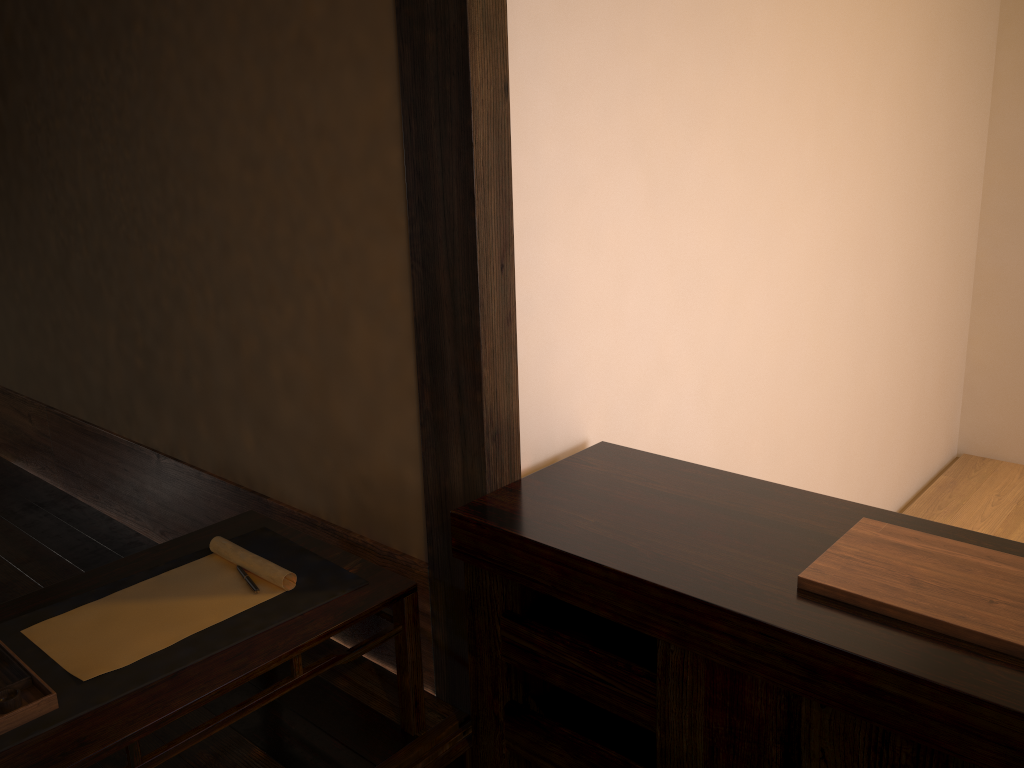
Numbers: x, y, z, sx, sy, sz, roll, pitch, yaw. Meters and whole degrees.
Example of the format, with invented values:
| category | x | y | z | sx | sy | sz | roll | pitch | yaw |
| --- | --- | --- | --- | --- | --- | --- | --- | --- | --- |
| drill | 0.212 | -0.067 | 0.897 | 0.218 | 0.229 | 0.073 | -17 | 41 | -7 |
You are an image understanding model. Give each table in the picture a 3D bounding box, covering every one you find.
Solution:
| category | x | y | z | sx | sy | sz | roll | pitch | yaw |
| --- | --- | --- | --- | --- | --- | --- | --- | --- | --- |
| table | -0.700 | 0.616 | 1.713 | 0.602 | 0.334 | 0.884 | 11 | 20 | 40 |

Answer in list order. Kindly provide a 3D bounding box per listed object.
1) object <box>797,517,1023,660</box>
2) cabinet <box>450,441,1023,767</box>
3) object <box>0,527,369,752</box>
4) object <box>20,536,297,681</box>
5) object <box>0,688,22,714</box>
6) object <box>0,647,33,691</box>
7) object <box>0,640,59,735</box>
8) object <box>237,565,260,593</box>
| category | x | y | z | sx | sy | sz | roll | pitch | yaw |
| --- | --- | --- | --- | --- | --- | --- | --- | --- | --- |
| object | 0.895 | 0.348 | 1.118 | 1.000 | 0.020 | 0.268 | 12 | 21 | 40 |
| cabinet | 0.880 | 0.822 | 1.251 | 2.191 | 0.964 | 0.491 | 12 | 20 | 40 |
| object | -0.700 | 0.451 | 1.678 | 0.406 | 0.003 | 0.764 | 13 | 21 | 43 |
| object | -0.676 | 0.418 | 1.719 | 0.276 | 0.037 | 0.432 | 12 | 21 | 40 |
| object | -0.810 | 0.508 | 1.422 | 0.040 | 0.021 | 0.040 | -1 | 15 | 4 |
| object | -0.900 | 0.487 | 1.511 | 0.201 | 0.019 | 0.082 | 12 | 21 | 41 |
| object | -0.879 | 0.498 | 1.475 | 0.296 | 0.028 | 0.121 | 12 | 21 | 41 |
| object | -0.543 | 0.399 | 1.818 | 0.012 | 0.010 | 0.141 | -11 | 18 | -32 |
